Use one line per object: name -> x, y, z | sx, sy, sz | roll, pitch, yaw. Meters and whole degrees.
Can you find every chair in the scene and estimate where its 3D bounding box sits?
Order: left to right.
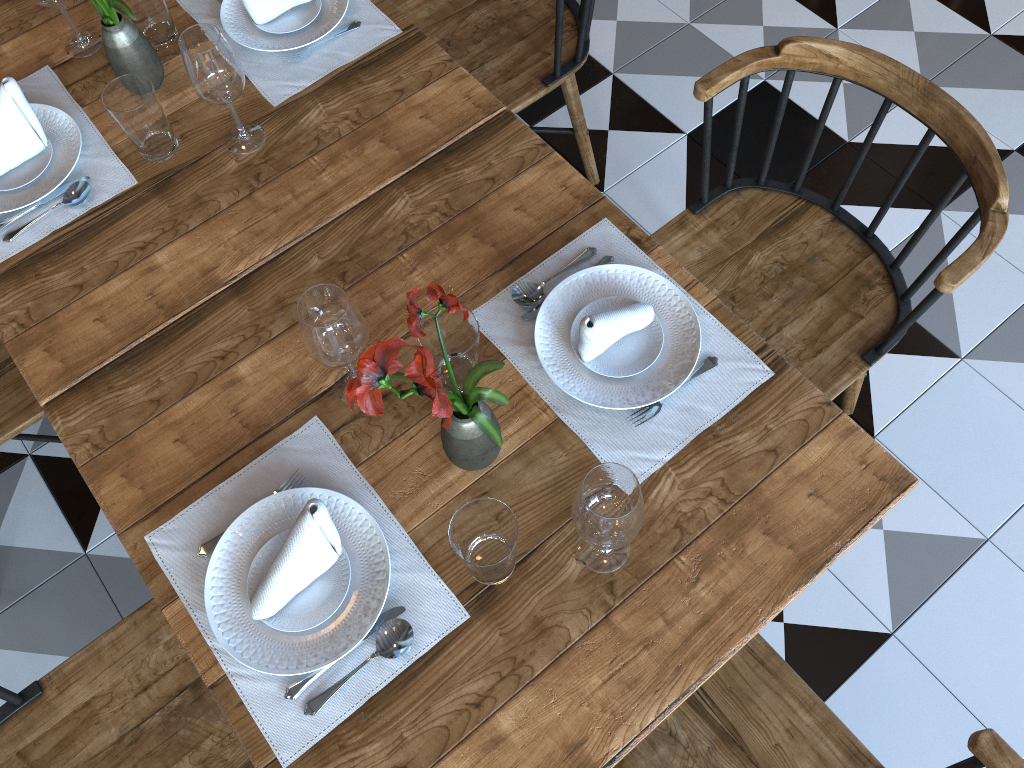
chair -> -1.108, 0.032, 1.673 | 0.553, 0.803, 0.525 | -37, 67, -14
chair -> -0.565, 0.628, 1.328 | 0.553, 0.803, 0.525 | -37, 67, -14
chair -> -0.073, -0.740, 2.023 | 0.553, 0.803, 0.525 | -37, 67, -14
chair -> 0.338, 0.686, 1.248 | 0.523, 0.803, 0.556 | -37, 67, -14
chair -> 0.470, -0.143, 1.678 | 0.553, 0.803, 0.525 | -37, 67, -14

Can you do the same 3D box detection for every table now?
table -> -0.585, -0.341, 1.870 | 0.855, 0.751, 0.860 | -36, 67, -15
table -> -0.051, 0.246, 1.531 | 0.855, 0.751, 0.860 | -36, 67, -15

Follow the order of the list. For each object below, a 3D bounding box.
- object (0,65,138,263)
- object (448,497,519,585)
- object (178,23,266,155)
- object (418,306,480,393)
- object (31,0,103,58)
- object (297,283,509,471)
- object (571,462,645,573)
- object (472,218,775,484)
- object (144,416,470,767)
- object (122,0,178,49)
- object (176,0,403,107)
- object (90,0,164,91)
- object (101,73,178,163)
object -> -0.826, -0.400, 1.414 | 0.273, 0.135, 0.356 | -36, 66, -15
object -> -0.029, 0.195, 1.058 | 0.080, 0.130, 0.081 | -9, 63, -1
object -> -0.448, -0.454, 1.378 | 0.081, 0.211, 0.082 | 12, 65, 9
object -> -0.078, -0.040, 1.185 | 0.080, 0.130, 0.081 | -5, 63, 1
object -> -0.777, -0.659, 1.504 | 0.082, 0.211, 0.082 | 39, 72, 20
object -> -0.130, -0.020, 1.054 | 0.167, 0.349, 0.299 | -31, 66, -12
object -> 0.109, 0.158, 1.024 | 0.081, 0.211, 0.082 | 12, 65, 9
object -> 0.145, -0.087, 1.195 | 0.273, 0.135, 0.356 | -36, 66, -15
object -> -0.269, 0.212, 1.060 | 0.273, 0.135, 0.356 | -36, 66, -15
object -> -0.635, -0.652, 1.539 | 0.080, 0.130, 0.081 | -23, 64, -8
object -> -0.412, -0.699, 1.549 | 0.273, 0.135, 0.356 | -36, 66, -15
object -> -0.621, -0.605, 1.365 | 0.146, 0.393, 0.210 | 8, 64, 7
object -> -0.585, -0.417, 1.412 | 0.080, 0.130, 0.081 | -9, 63, -1
